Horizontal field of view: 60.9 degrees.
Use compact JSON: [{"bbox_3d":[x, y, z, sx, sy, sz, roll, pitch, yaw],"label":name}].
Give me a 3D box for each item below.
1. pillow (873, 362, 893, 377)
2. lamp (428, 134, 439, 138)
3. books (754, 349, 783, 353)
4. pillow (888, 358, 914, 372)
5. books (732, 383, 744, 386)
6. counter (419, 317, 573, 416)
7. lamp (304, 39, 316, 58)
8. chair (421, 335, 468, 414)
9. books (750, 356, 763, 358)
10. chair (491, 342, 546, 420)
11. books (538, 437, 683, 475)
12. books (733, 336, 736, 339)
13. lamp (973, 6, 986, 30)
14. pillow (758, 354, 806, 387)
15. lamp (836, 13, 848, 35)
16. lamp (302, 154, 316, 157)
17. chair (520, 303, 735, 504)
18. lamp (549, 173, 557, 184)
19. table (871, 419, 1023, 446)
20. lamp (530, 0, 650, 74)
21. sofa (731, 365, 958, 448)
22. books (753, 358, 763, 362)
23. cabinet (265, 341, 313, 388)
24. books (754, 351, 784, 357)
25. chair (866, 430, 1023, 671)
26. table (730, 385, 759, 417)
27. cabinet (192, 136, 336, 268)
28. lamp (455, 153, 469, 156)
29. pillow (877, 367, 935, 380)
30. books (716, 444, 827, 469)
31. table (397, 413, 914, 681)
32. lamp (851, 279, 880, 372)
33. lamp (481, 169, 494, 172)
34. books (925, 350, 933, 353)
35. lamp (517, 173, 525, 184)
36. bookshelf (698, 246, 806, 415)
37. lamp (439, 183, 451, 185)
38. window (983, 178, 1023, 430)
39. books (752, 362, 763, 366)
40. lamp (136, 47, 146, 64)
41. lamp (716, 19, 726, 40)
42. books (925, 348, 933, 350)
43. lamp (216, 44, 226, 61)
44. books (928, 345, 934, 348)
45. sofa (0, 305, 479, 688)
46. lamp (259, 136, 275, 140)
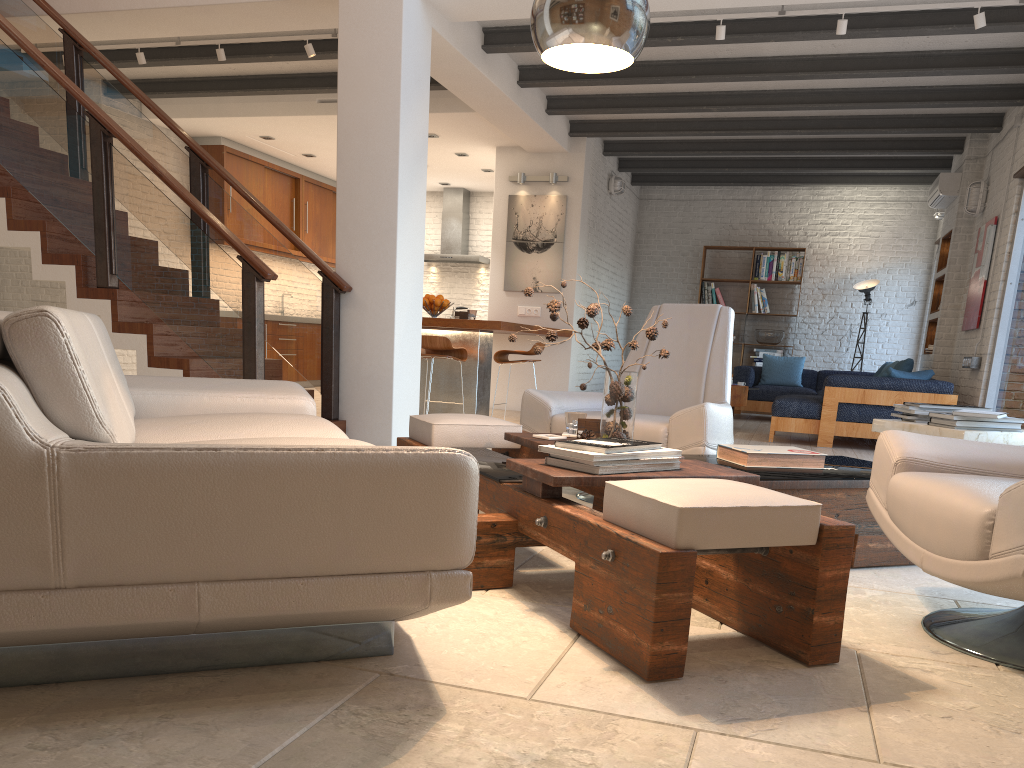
[{"bbox_3d":[4.406,-0.065,10.331,0.242,0.409,1.084,6,5,17],"label":"pillow"},{"bbox_3d":[-0.842,-2.611,9.101,0.123,0.057,0.121,5,5,17],"label":"lamp"},{"bbox_3d":[3.516,-0.454,11.951,0.378,0.037,0.239,4,3,17],"label":"books"},{"bbox_3d":[3.984,-0.058,9.070,0.253,0.427,1.187,6,4,17],"label":"pillow"},{"bbox_3d":[2.591,0.007,10.272,0.231,0.023,0.158,2,3,-25],"label":"books"},{"bbox_3d":[-0.537,-0.147,8.774,1.677,0.945,2.447,5,4,17],"label":"counter"},{"bbox_3d":[-1.510,-2.501,6.513,0.087,0.133,0.057,-1,12,-22],"label":"lamp"},{"bbox_3d":[-0.658,-0.024,7.599,0.402,0.798,0.411,7,11,17],"label":"chair"},{"bbox_3d":[3.503,-0.359,11.961,0.442,0.021,0.267,4,3,17],"label":"books"},{"bbox_3d":[0.083,0.005,7.929,0.420,0.798,0.393,6,11,17],"label":"chair"},{"bbox_3d":[0.311,0.216,2.651,0.399,0.076,0.245,1,4,-40],"label":"books"},{"bbox_3d":[2.897,-0.652,12.086,0.378,0.037,0.239,4,3,11],"label":"books"},{"bbox_3d":[2.806,-2.188,5.226,0.087,0.133,0.057,-1,12,-22],"label":"lamp"},{"bbox_3d":[3.453,-0.167,11.135,0.552,0.421,0.217,5,10,16],"label":"pillow"},{"bbox_3d":[2.065,-2.247,5.453,0.060,0.124,0.084,7,10,19],"label":"lamp"},{"bbox_3d":[-2.441,-2.768,10.491,0.123,0.057,0.121,5,5,17],"label":"lamp"},{"bbox_3d":[0.708,0.085,4.416,1.013,1.046,0.958,8,10,33],"label":"chair"},{"bbox_3d":[0.438,-2.184,9.268,0.079,0.107,0.078,-6,13,-44],"label":"lamp"},{"bbox_3d":[1.942,0.435,3.878,0.495,0.519,0.481,0,9,-23],"label":"table"},{"bbox_3d":[0.685,-0.483,1.758,0.317,2.418,1.983,-6,12,-36],"label":"lamp"},{"bbox_3d":[3.358,0.181,9.527,2.068,0.678,3.873,5,3,18],"label":"sofa"},{"bbox_3d":[3.481,-0.321,11.962,0.325,0.057,0.249,4,3,12],"label":"books"},{"bbox_3d":[-1.707,-1.319,11.667,4.784,2.917,2.200,2,9,-18],"label":"cabinet"},{"bbox_3d":[3.519,-0.402,11.966,0.378,0.066,0.239,4,3,11],"label":"books"},{"bbox_3d":[1.623,0.234,2.332,0.983,1.027,0.998,4,8,2],"label":"chair"},{"bbox_3d":[2.146,0.209,9.783,1.068,0.458,1.799,5,4,23],"label":"table"},{"bbox_3d":[-2.965,-2.236,11.493,0.459,1.192,3.276,7,5,18],"label":"cabinet"},{"bbox_3d":[-0.571,-2.632,9.933,0.123,0.057,0.121,5,5,17],"label":"lamp"},{"bbox_3d":[3.472,0.019,7.858,0.564,0.338,0.367,1,7,-22],"label":"pillow"},{"bbox_3d":[0.990,0.277,3.344,0.327,0.058,0.248,3,3,-12],"label":"books"},{"bbox_3d":[0.631,0.424,3.203,1.970,0.441,2.150,2,3,-22],"label":"table"},{"bbox_3d":[4.640,-0.417,11.229,0.507,1.900,0.839,1,11,-10],"label":"lamp"},{"bbox_3d":[-0.301,-2.654,10.764,0.123,0.057,0.121,5,5,17],"label":"lamp"},{"bbox_3d":[4.587,-0.349,9.480,0.160,0.017,0.248,5,3,28],"label":"books"},{"bbox_3d":[0.100,-2.209,9.369,0.079,0.107,0.078,-6,13,-44],"label":"lamp"},{"bbox_3d":[3.202,-0.719,11.976,1.310,2.267,0.354,6,13,16],"label":"bookshelf"},{"bbox_3d":[-0.914,-2.739,11.858,0.123,0.057,0.121,5,5,17],"label":"lamp"},{"bbox_3d":[3.866,-2.500,5.036,0.643,6.572,12.088,7,6,18],"label":"window"},{"bbox_3d":[3.507,-0.259,11.979,0.379,0.066,0.238,4,3,4],"label":"books"},{"bbox_3d":[-2.959,-2.607,6.953,0.060,0.133,0.084,7,10,19],"label":"lamp"},{"bbox_3d":[1.357,-2.294,5.666,0.060,0.133,0.084,7,10,19],"label":"lamp"},{"bbox_3d":[4.591,-0.375,9.461,0.170,0.019,0.232,4,3,19],"label":"books"},{"bbox_3d":[-2.251,-2.556,6.742,0.060,0.133,0.084,7,10,19],"label":"lamp"},{"bbox_3d":[4.596,-0.401,9.461,0.131,0.035,0.203,5,3,28],"label":"books"},{"bbox_3d":[-1.013,0.186,2.620,1.144,0.776,2.271,1,4,-23],"label":"sofa"},{"bbox_3d":[-2.711,-2.746,9.659,0.123,0.057,0.121,5,5,17],"label":"lamp"}]
